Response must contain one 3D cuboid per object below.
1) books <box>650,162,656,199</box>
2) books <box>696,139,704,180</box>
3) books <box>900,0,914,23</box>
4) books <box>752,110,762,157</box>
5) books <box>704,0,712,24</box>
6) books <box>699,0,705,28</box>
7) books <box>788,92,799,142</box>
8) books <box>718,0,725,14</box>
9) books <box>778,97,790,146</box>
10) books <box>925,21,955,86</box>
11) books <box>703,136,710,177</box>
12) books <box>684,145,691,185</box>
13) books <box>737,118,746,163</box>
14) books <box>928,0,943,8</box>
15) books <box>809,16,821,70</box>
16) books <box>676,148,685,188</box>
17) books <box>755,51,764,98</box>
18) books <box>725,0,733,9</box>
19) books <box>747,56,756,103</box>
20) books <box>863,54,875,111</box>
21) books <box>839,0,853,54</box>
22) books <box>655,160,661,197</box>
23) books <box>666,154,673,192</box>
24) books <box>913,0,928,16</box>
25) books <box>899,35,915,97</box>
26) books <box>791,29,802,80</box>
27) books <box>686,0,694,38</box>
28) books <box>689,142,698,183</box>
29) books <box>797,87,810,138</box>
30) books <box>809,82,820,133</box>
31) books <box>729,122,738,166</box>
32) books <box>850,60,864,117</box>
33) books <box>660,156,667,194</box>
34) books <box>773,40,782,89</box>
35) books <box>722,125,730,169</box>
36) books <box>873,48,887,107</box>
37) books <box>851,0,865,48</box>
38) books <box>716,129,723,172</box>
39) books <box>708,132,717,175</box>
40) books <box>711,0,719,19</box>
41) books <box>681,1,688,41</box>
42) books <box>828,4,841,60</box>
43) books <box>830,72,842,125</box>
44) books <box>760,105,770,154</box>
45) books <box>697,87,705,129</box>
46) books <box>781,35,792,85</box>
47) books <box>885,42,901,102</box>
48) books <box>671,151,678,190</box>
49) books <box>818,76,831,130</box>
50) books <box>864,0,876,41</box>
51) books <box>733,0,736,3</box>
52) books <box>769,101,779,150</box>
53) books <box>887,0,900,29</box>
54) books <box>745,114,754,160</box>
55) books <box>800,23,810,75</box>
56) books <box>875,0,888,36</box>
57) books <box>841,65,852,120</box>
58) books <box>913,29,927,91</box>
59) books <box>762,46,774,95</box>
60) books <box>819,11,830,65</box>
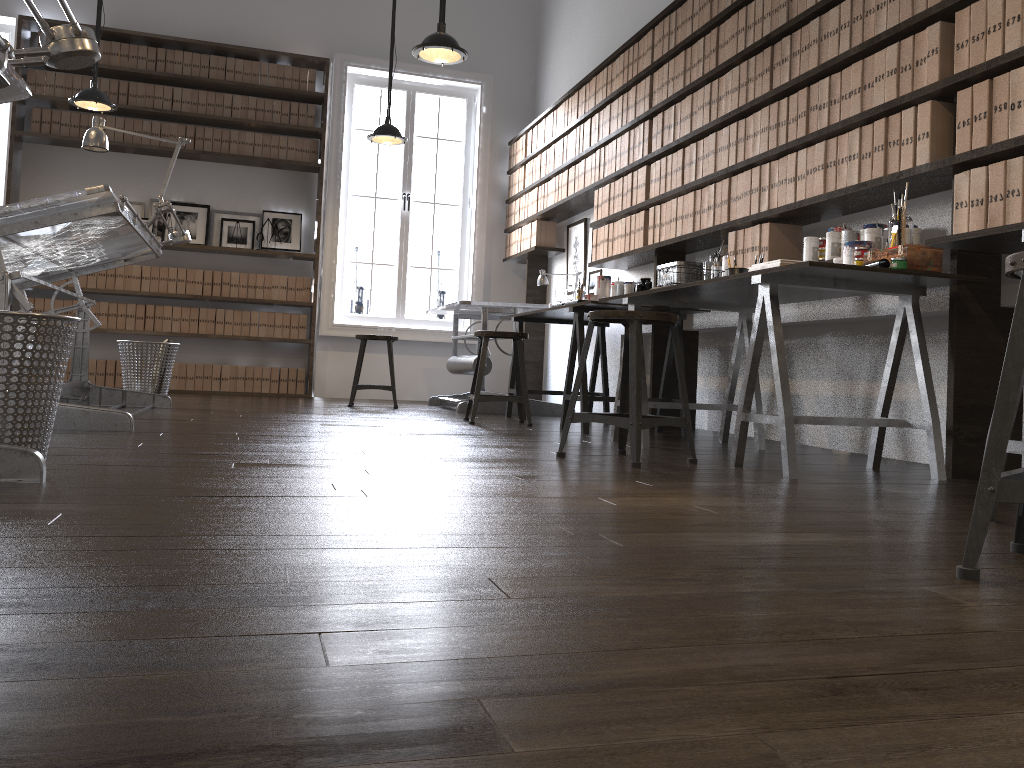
[{"bbox_3d":[0.907,-1.181,5.219,0.174,0.226,0.066,3,-2,-16],"label":"books"},{"bbox_3d":[1.069,-1.168,4.678,0.174,0.226,0.066,3,-2,-16],"label":"books"},{"bbox_3d":[1.508,-1.409,3.221,0.174,0.226,0.067,3,-2,-16],"label":"books"},{"bbox_3d":[1.222,-1.155,4.150,0.174,0.226,0.066,3,-2,-16],"label":"books"},{"bbox_3d":[1.111,-1.997,4.677,0.174,0.226,0.067,3,-2,-16],"label":"books"},{"bbox_3d":[1.096,-1.998,4.743,0.174,0.226,0.066,3,-2,-16],"label":"books"},{"bbox_3d":[1.305,-1.148,3.878,0.174,0.226,0.066,3,-2,-16],"label":"books"},{"bbox_3d":[1.155,-1.993,4.546,0.174,0.226,0.066,3,-2,-16],"label":"books"},{"bbox_3d":[1.282,-1.150,3.950,0.174,0.226,0.066,3,-2,-16],"label":"books"},{"bbox_3d":[1.534,-1.128,3.080,0.174,0.226,0.067,3,-2,-16],"label":"books"},{"bbox_3d":[1.089,-1.166,4.610,0.174,0.226,0.066,3,-2,-16],"label":"books"},{"bbox_3d":[1.030,-1.171,4.814,0.174,0.226,0.066,3,-2,-16],"label":"books"},{"bbox_3d":[1.184,-1.158,4.284,0.174,0.226,0.066,3,-2,-16],"label":"books"},{"bbox_3d":[1.550,-1.405,3.095,0.174,0.226,0.066,3,-2,-16],"label":"books"},{"bbox_3d":[1.352,-1.422,3.750,0.174,0.226,0.067,3,-2,-16],"label":"books"},{"bbox_3d":[1.003,-1.173,4.885,0.174,0.226,0.067,3,-2,-16],"label":"books"},{"bbox_3d":[1.237,-1.432,4.163,0.174,0.226,0.066,3,-2,-16],"label":"books"},{"bbox_3d":[1.171,-1.992,4.477,0.174,0.226,0.066,3,-2,-16],"label":"books"},{"bbox_3d":[1.216,-1.434,4.225,0.174,0.226,0.066,3,-2,-16],"label":"books"},{"bbox_3d":[1.444,-1.136,3.402,0.174,0.226,0.066,3,-2,-16],"label":"books"},{"bbox_3d":[1.411,-1.417,3.556,0.174,0.226,0.067,3,-2,-16],"label":"books"},{"bbox_3d":[0.924,-1.180,5.148,0.174,0.226,0.066,3,-2,-16],"label":"books"},{"bbox_3d":[0.967,-1.176,5.019,0.174,0.226,0.066,3,-2,-16],"label":"books"},{"bbox_3d":[1.530,-1.407,3.162,0.174,0.226,0.066,3,-2,-16],"label":"books"},{"bbox_3d":[1.501,-1.131,3.211,0.174,0.226,0.066,3,-2,-16],"label":"books"},{"bbox_3d":[1.319,-1.425,3.884,0.174,0.226,0.066,3,-2,-16],"label":"books"},{"bbox_3d":[1.055,-2.002,4.871,0.174,0.226,0.067,3,-2,-16],"label":"books"},{"bbox_3d":[1.045,-1.170,4.745,0.174,0.226,0.066,3,-2,-16],"label":"books"},{"bbox_3d":[1.321,-1.146,3.806,0.174,0.226,0.067,3,-2,-16],"label":"books"},{"bbox_3d":[1.347,-1.144,3.735,0.174,0.226,0.066,3,-2,-16],"label":"books"},{"bbox_3d":[1.161,-1.160,4.350,0.174,0.226,0.067,3,-2,-16],"label":"books"},{"bbox_3d":[1.420,-1.138,3.465,0.174,0.226,0.067,3,-2,-16],"label":"books"},{"bbox_3d":[0.945,-1.178,5.079,0.174,0.226,0.067,3,-2,-16],"label":"books"},{"bbox_3d":[1.279,-1.428,4.020,0.174,0.226,0.066,3,-2,-16],"label":"books"},{"bbox_3d":[1.142,-1.161,4.420,0.174,0.226,0.066,3,-2,-16],"label":"books"},{"bbox_3d":[1.460,-1.135,3.341,0.174,0.226,0.066,3,-2,-16],"label":"books"},{"bbox_3d":[1.434,-1.415,3.490,0.174,0.226,0.066,3,-2,-16],"label":"books"},{"bbox_3d":[1.126,-1.163,4.481,0.174,0.226,0.066,3,-2,-16],"label":"books"},{"bbox_3d":[1.103,-1.165,4.544,0.174,0.226,0.067,3,-2,-16],"label":"books"},{"bbox_3d":[1.135,-1.995,4.614,0.174,0.226,0.066,3,-2,-16],"label":"books"},{"bbox_3d":[1.039,-2.003,4.940,0.174,0.226,0.066,3,-2,-16],"label":"books"},{"bbox_3d":[1.392,-1.419,3.626,0.174,0.226,0.066,3,-2,-16],"label":"books"},{"bbox_3d":[1.387,-1.141,3.599,0.174,0.226,0.066,3,-2,-16],"label":"books"},{"bbox_3d":[1.239,-1.153,4.079,0.174,0.226,0.066,3,-2,-16],"label":"books"},{"bbox_3d":[1.077,-1.445,4.695,0.174,0.226,0.066,3,-2,-16],"label":"books"},{"bbox_3d":[1.295,-1.427,3.951,0.174,0.226,0.066,3,-2,-16],"label":"books"},{"bbox_3d":[1.477,-1.133,3.277,0.174,0.226,0.067,3,-2,-16],"label":"books"},{"bbox_3d":[0.988,-1.175,4.957,0.174,0.226,0.066,3,-2,-16],"label":"books"},{"bbox_3d":[1.363,-1.143,3.666,0.174,0.226,0.066,3,-2,-16],"label":"books"},{"bbox_3d":[1.456,-1.413,3.423,0.174,0.226,0.066,3,-2,-16],"label":"books"},{"bbox_3d":[1.196,-1.990,4.410,0.174,0.226,0.066,3,-2,-16],"label":"books"},{"bbox_3d":[1.260,-1.151,4.010,0.174,0.226,0.067,3,-2,-16],"label":"books"},{"bbox_3d":[1.489,-1.410,3.285,0.174,0.226,0.066,3,-2,-16],"label":"books"},{"bbox_3d":[1.206,-1.156,4.217,0.174,0.226,0.066,3,-2,-16],"label":"books"},{"bbox_3d":[1.339,-1.423,3.816,0.174,0.226,0.066,3,-2,-16],"label":"books"},{"bbox_3d":[1.472,-1.412,3.355,0.174,0.226,0.066,3,-2,-16],"label":"books"},{"bbox_3d":[1.407,-1.139,3.531,0.174,0.226,0.066,3,-2,-16],"label":"books"},{"bbox_3d":[1.522,-1.130,3.144,0.174,0.226,0.066,3,-2,-16],"label":"books"},{"bbox_3d":[1.253,-1.430,4.090,0.174,0.226,0.067,3,-2,-16],"label":"books"},{"bbox_3d":[1.376,-1.420,3.687,0.174,0.226,0.066,3,-2,-16],"label":"books"}]
